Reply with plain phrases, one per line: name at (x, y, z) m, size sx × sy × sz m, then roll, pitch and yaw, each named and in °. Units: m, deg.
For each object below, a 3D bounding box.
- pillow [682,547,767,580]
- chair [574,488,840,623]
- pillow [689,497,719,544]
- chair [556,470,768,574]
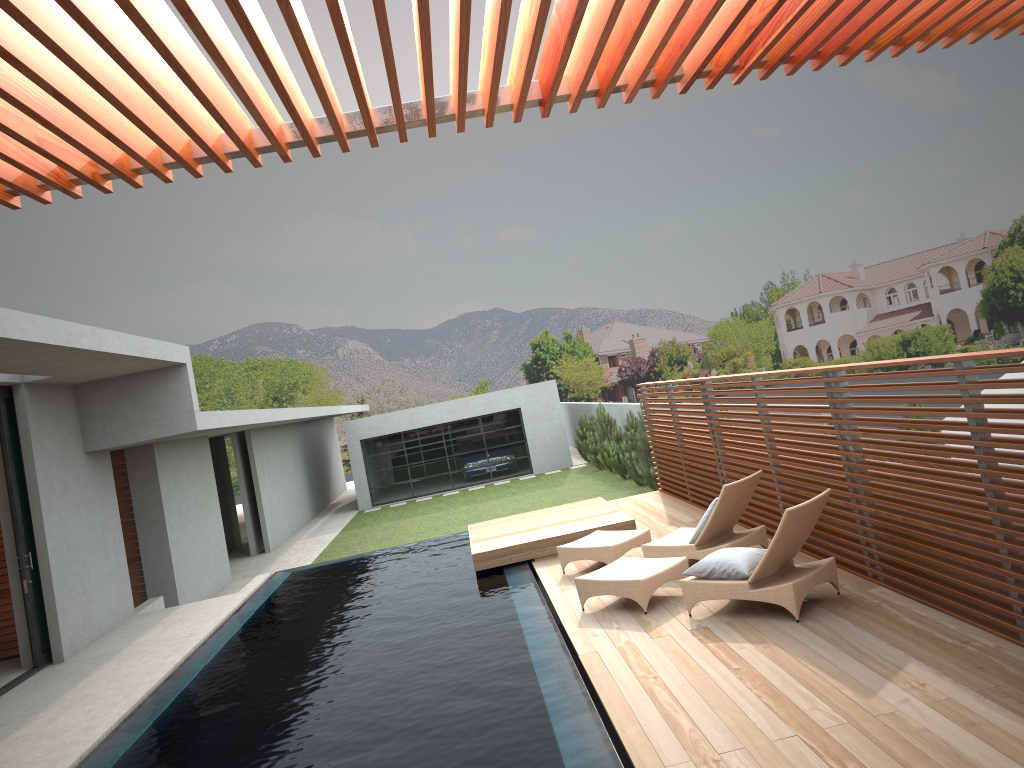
pillow at (1.772, 1.437, 7.146) m, size 0.587 × 0.195 × 0.599 m, roll -12°, pitch -1°, yaw 42°
chair at (1.556, 1.424, 7.412) m, size 0.704 × 0.832 × 2.270 m, roll -8°, pitch -3°, yaw -45°
pillow at (2.010, 1.267, 8.564) m, size 0.422 × 0.430 × 0.612 m, roll -14°, pitch -3°, yaw 44°
chair at (1.489, 1.445, 9.084) m, size 2.270 × 0.832 × 0.704 m, roll -12°, pitch -3°, yaw 44°
